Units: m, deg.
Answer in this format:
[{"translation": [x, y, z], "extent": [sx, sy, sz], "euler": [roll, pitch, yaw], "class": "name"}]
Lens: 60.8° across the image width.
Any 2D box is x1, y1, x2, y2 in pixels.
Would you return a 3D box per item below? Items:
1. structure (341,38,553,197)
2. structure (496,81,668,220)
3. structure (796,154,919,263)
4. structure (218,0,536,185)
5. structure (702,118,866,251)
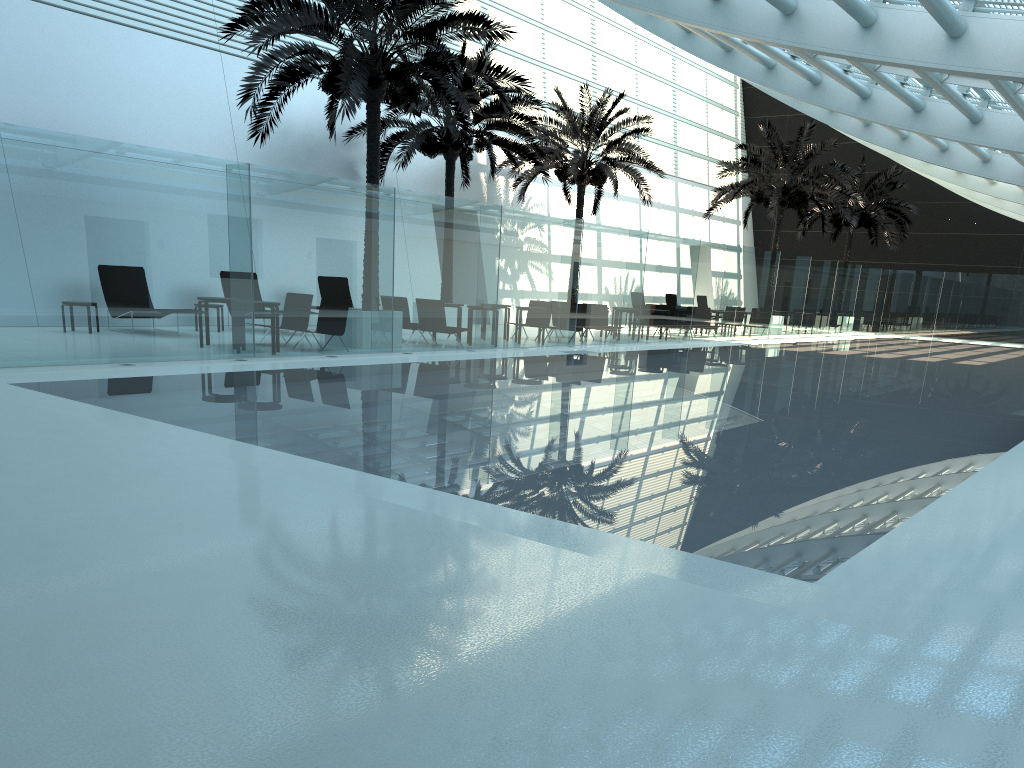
[{"translation": [-1.570, -4.794, 21.284], "extent": [4.617, 7.102, 4.128], "euler": [7, 14, 15], "class": "structure"}, {"translation": [1.938, -5.184, 26.045], "extent": [4.635, 7.165, 4.112], "euler": [-1, 15, -19], "class": "structure"}, {"translation": [14.144, -5.729, 36.176], "extent": [4.433, 7.294, 4.642], "euler": [7, 14, 15], "class": "structure"}, {"translation": [-2.556, -4.204, 15.029], "extent": [4.416, 7.294, 4.659], "euler": [-6, 16, -34], "class": "structure"}, {"translation": [9.144, -5.276, 29.876], "extent": [4.749, 7.295, 4.333], "euler": [11, 16, 29], "class": "structure"}]
